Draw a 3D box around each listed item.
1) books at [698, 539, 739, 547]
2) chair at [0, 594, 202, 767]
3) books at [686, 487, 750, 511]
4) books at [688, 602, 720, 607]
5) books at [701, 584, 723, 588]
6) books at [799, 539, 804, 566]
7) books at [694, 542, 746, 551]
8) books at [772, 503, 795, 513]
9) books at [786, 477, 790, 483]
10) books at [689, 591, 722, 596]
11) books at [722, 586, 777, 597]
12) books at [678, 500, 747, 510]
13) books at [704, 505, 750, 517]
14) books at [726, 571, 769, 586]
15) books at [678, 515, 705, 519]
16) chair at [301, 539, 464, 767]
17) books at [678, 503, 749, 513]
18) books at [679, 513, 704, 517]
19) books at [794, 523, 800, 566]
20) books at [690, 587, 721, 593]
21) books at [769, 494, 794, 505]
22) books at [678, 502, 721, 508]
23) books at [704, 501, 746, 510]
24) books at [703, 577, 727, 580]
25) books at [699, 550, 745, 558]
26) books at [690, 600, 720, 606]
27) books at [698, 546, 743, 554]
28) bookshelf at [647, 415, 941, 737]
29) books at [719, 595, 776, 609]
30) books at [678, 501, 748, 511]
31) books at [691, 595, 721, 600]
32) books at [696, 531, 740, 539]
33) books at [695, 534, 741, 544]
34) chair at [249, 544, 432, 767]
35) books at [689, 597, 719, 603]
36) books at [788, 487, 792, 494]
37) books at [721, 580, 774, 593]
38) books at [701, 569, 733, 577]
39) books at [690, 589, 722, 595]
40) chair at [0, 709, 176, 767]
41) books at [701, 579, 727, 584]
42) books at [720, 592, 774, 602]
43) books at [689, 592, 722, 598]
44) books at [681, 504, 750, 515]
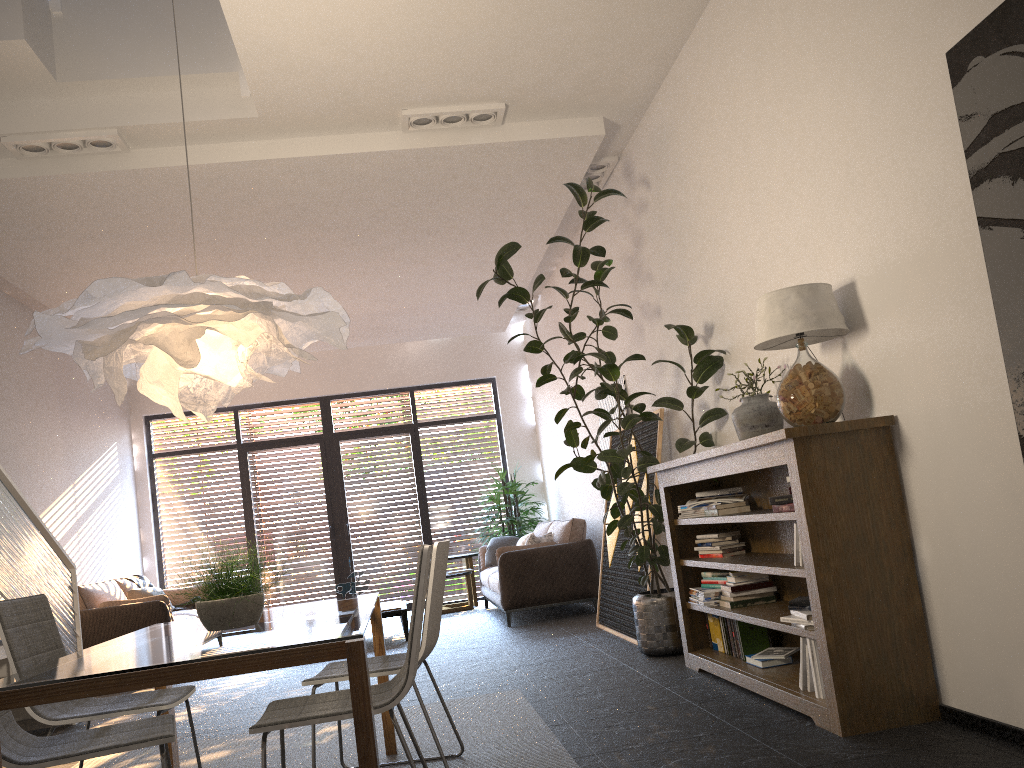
[{"bbox_3d":[1.159,0.893,4.982,0.162,0.023,0.233,-6,-9,-8],"label":"books"},{"bbox_3d":[-1.586,1.249,3.430,0.601,0.914,0.478,-7,-6,-5],"label":"chair"},{"bbox_3d":[1.153,0.639,4.917,0.323,0.108,0.273,-12,-9,26],"label":"books"},{"bbox_3d":[1.125,1.198,4.875,0.218,0.008,0.307,-6,-9,-9],"label":"books"},{"bbox_3d":[1.187,1.101,4.871,0.175,0.023,0.251,-3,-10,-27],"label":"books"},{"bbox_3d":[1.249,0.671,3.675,0.120,0.156,0.057,-7,-6,-8],"label":"books"},{"bbox_3d":[1.165,0.912,4.972,0.174,0.019,0.246,-4,-10,-23],"label":"books"},{"bbox_3d":[1.250,0.494,3.643,0.230,0.034,0.288,-5,-9,-16],"label":"books"},{"bbox_3d":[1.271,0.371,3.618,0.244,0.023,0.175,-14,-11,36],"label":"books"},{"bbox_3d":[1.121,1.139,4.874,0.218,0.007,0.307,-7,-9,-5],"label":"books"},{"bbox_3d":[1.237,1.079,4.625,0.243,0.023,0.176,-7,-9,-1],"label":"books"},{"bbox_3d":[1.138,0.676,4.983,0.252,0.011,0.321,-1,-11,-36],"label":"books"},{"bbox_3d":[1.151,0.680,4.742,0.179,0.034,0.245,-7,-9,-5],"label":"books"},{"bbox_3d":[1.234,1.004,4.636,0.216,0.069,0.159,-8,-8,2],"label":"books"},{"bbox_3d":[1.133,0.726,4.956,0.252,0.011,0.321,-2,-11,-34],"label":"books"},{"bbox_3d":[-0.500,1.126,3.569,0.601,0.914,0.478,-8,-6,1],"label":"chair"},{"bbox_3d":[1.132,0.697,4.978,0.252,0.011,0.321,-3,-10,-26],"label":"books"},{"bbox_3d":[1.139,0.714,4.949,0.252,0.011,0.321,-1,-11,-38],"label":"books"},{"bbox_3d":[1.244,0.661,3.695,0.135,0.181,0.078,-7,-6,-8],"label":"books"},{"bbox_3d":[1.122,1.123,4.875,0.218,0.013,0.307,-7,-9,-4],"label":"books"},{"bbox_3d":[-0.578,-2.957,1.865,0.362,6.669,5.399,-11,-8,32],"label":"books"},{"bbox_3d":[1.136,0.667,4.993,0.252,0.011,0.321,-2,-10,-31],"label":"books"},{"bbox_3d":[1.141,0.654,4.753,0.166,0.023,0.229,-7,-9,-4],"label":"books"},{"bbox_3d":[1.200,1.056,4.872,0.192,0.014,0.257,-4,-9,-20],"label":"books"},{"bbox_3d":[1.178,0.952,4.963,0.158,0.021,0.226,-4,-10,-23],"label":"books"},{"bbox_3d":[1.124,1.191,4.878,0.218,0.007,0.307,-7,-9,-4],"label":"books"},{"bbox_3d":[1.169,0.932,4.965,0.155,0.022,0.207,-3,-10,-28],"label":"books"},{"bbox_3d":[1.218,0.883,4.292,0.450,1.165,1.933,-7,-8,-8],"label":"bookshelf"},{"bbox_3d":[1.226,1.133,4.623,0.243,0.034,0.181,-7,-9,-6],"label":"books"},{"bbox_3d":[1.134,0.684,4.964,0.252,0.011,0.321,-1,-11,-36],"label":"books"},{"bbox_3d":[1.126,1.157,4.872,0.218,0.006,0.307,-7,-9,-4],"label":"books"},{"bbox_3d":[1.158,0.848,4.974,0.155,0.020,0.207,-4,-10,-23],"label":"books"},{"bbox_3d":[1.156,0.870,4.977,0.222,0.023,0.147,-13,-10,33],"label":"books"},{"bbox_3d":[-0.502,1.011,2.831,0.601,0.914,0.478,-7,-6,-8],"label":"chair"},{"bbox_3d":[1.121,1.176,4.879,0.218,0.013,0.307,-7,-9,-4],"label":"books"},{"bbox_3d":[1.261,0.415,3.590,0.226,0.029,0.179,-13,-10,33],"label":"books"},{"bbox_3d":[1.224,1.053,4.622,0.225,0.029,0.180,-7,-9,-5],"label":"books"},{"bbox_3d":[1.198,1.036,4.876,0.193,0.028,0.247,-3,-10,-28],"label":"books"},{"bbox_3d":[1.124,1.131,4.875,0.218,0.007,0.307,-7,-9,-4],"label":"books"},{"bbox_3d":[-1.353,1.106,2.712,0.600,0.914,0.479,-5,-7,-22],"label":"chair"},{"bbox_3d":[1.184,1.078,4.873,0.175,0.023,0.251,-4,-9,-22],"label":"books"},{"bbox_3d":[1.229,1.105,4.633,0.227,0.023,0.168,-6,-9,-10],"label":"books"},{"bbox_3d":[1.119,1.146,4.874,0.218,0.007,0.307,-7,-9,-5],"label":"books"},{"bbox_3d":[1.148,0.699,4.936,0.252,0.011,0.321,0,-12,-41],"label":"books"}]
